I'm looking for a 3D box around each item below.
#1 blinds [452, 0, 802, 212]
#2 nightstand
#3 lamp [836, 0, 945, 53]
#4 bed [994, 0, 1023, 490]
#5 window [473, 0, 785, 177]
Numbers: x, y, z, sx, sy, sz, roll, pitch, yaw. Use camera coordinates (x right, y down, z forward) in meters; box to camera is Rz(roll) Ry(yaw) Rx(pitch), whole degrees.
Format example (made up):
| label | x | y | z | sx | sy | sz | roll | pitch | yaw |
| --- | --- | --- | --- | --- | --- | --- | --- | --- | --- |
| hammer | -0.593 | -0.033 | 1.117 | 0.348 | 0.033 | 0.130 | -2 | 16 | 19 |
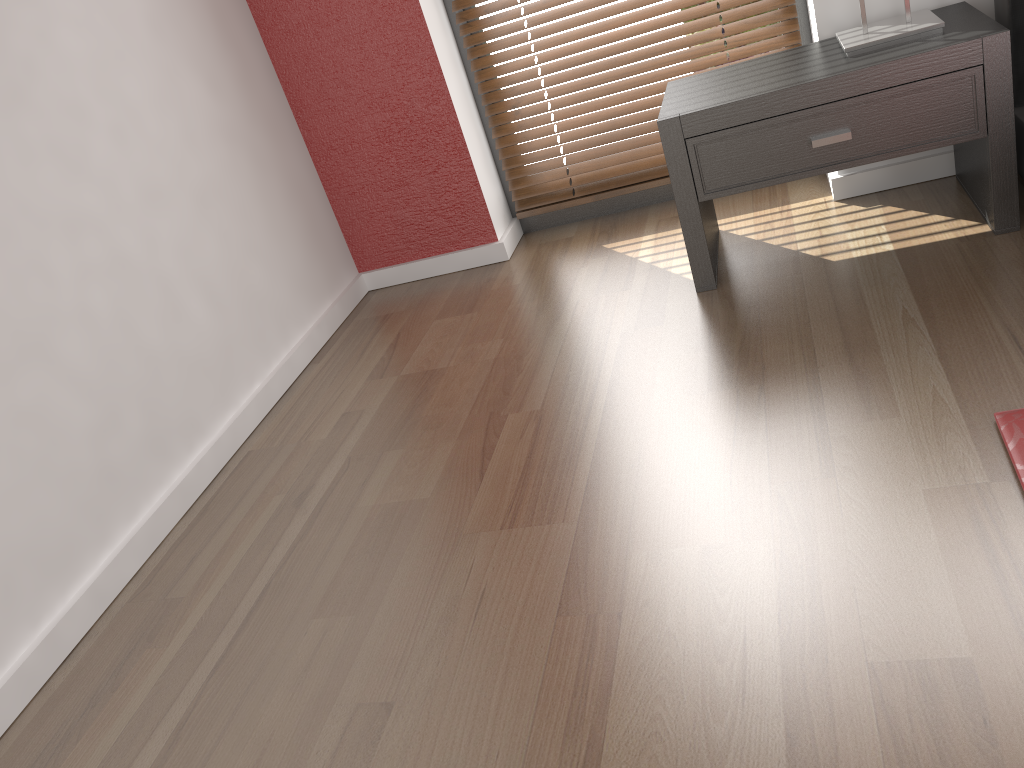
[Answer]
| label | x | y | z | sx | sy | sz | roll | pitch | yaw |
| --- | --- | --- | --- | --- | --- | --- | --- | --- | --- |
| blinds | 1.979 | -1.783 | 1.687 | 4.840 | 1.952 | 0.032 | -10 | 27 | 19 |
| nightstand | 0.748 | -0.552 | 2.097 | 0.700 | 0.423 | 0.413 | -10 | 27 | 19 |
| lamp | 0.768 | -0.990 | 1.878 | 0.200 | 0.480 | 0.200 | -10 | 27 | 19 |
| bed | 1.771 | -0.328 | 0.786 | 2.469 | 0.577 | 2.413 | -10 | 27 | 19 |
| window | 0.166 | -1.537 | 2.365 | 0.889 | 1.893 | 0.020 | -10 | 27 | 19 |
